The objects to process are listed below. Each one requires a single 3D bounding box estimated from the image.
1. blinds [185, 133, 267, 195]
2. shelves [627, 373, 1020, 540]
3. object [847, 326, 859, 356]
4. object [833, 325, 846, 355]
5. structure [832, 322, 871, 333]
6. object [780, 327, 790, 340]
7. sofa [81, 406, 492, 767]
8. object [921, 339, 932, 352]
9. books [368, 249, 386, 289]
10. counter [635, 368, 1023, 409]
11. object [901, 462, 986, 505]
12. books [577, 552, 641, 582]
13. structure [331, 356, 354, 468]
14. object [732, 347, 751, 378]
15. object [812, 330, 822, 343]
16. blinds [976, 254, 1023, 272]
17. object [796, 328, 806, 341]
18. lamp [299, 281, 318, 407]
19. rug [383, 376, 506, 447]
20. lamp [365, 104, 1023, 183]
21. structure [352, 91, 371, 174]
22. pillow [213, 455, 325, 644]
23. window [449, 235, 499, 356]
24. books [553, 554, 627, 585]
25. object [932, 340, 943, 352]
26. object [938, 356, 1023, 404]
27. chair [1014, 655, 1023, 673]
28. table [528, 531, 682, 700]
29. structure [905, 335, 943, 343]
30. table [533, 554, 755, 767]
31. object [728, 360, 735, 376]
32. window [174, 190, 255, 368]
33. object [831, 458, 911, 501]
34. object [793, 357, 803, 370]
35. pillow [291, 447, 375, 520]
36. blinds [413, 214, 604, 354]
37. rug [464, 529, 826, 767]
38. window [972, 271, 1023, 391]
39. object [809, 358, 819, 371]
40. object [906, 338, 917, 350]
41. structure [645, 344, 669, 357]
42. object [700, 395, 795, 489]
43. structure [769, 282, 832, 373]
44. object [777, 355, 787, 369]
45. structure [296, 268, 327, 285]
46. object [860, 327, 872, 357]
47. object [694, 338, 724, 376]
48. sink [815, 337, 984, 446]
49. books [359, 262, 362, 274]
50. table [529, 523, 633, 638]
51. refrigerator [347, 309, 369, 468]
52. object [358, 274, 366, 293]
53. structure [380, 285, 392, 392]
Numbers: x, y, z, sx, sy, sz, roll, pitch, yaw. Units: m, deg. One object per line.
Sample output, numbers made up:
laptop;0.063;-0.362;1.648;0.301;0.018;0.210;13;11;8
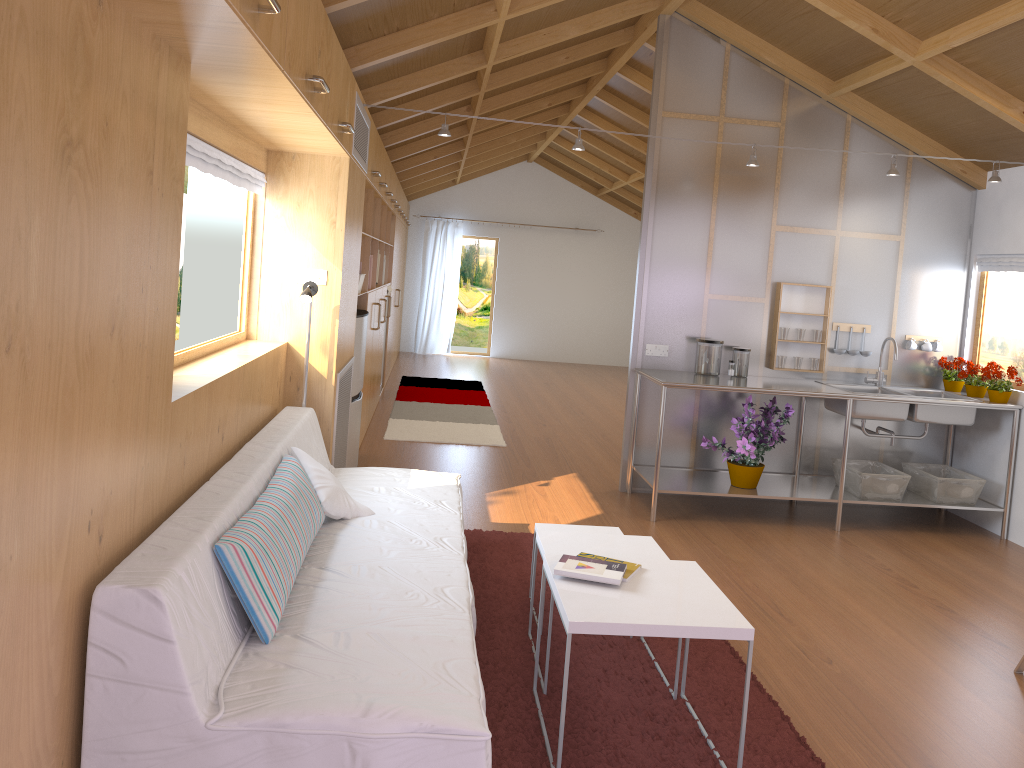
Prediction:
blinds;-1.108;-0.839;3.423;0.047;0.110;1.507;4;7;-5
shelves;1.810;0.414;5.284;2.091;0.750;0.636;4;5;-5
object;2.145;-0.267;5.549;0.075;0.182;0.075;6;4;26
object;2.060;-0.273;5.542;0.075;0.182;0.075;6;4;26
structure;2.149;-0.355;5.585;0.250;0.051;0.016;4;3;-5
object;1.697;-0.312;5.509;0.061;0.076;0.061;5;5;7
sofa;-0.561;0.588;2.997;0.862;0.625;2.370;4;7;-5
object;2.630;-0.246;5.609;0.059;0.081;0.063;5;5;2
books;-1.197;-1.171;7.524;0.189;0.654;3.129;4;7;-5
counter;1.840;0.023;5.264;2.108;0.021;0.654;4;7;-5
object;2.568;0.598;5.290;0.298;0.158;0.417;4;7;-5
books;0.275;0.551;2.661;0.194;0.016;0.153;8;8;24
structure;-0.920;0.251;4.784;0.013;0.718;0.824;4;5;-5
object;1.406;-0.133;5.441;0.113;0.176;0.113;6;4;15
object;1.903;-0.299;5.528;0.061;0.076;0.062;2;5;-31
blinds;2.983;-0.718;5.247;0.047;0.110;0.729;4;7;-5
object;1.800;-0.306;5.519;0.061;0.076;0.062;2;5;-31
lamp;-0.959;0.119;4.112;0.182;1.192;0.256;3;3;-30
rug;-0.660;0.195;8.478;0.916;0.011;3.746;4;7;-5
lamp;1.120;-1.285;4.820;3.826;0.152;0.073;4;4;-5
structure;-0.797;-1.311;4.681;0.013;0.299;0.909;4;7;-5
pillow;-0.704;0.452;2.695;0.171;0.250;1.048;4;7;-6
window;-0.697;-1.334;13.273;0.874;1.779;0.026;4;3;-5
books;0.230;0.541;2.586;0.193;0.016;0.153;6;7;14
object;2.708;-0.243;5.621;0.059;0.080;0.063;4;5;-5
object;2.799;-0.034;5.328;0.233;0.234;0.693;4;7;-5
chair;2.154;0.719;2.976;0.531;0.782;0.550;4;4;-5
table;0.303;0.762;2.986;0.424;0.381;0.461;4;5;-5
structure;2.631;-0.286;5.618;0.250;0.032;0.041;4;6;-5
table;0.345;0.797;2.526;0.485;0.436;0.528;4;5;-5
object;1.325;-0.096;5.339;0.037;0.092;0.037;5;4;10
window;-1.185;-0.506;3.435;0.035;0.786;1.506;4;6;-5
object;2.116;0.569;5.249;0.298;0.158;0.417;4;7;-5
object;1.786;-0.130;5.527;0.061;0.076;0.062;2;5;-31
pillow;-0.681;0.372;3.323;0.267;0.250;0.348;0;7;-41
blinds;-0.120;-1.392;13.154;2.845;2.028;0.234;4;3;-6
rug;-0.142;0.913;3.162;1.884;0.020;2.497;4;7;-5
window;2.997;-0.374;5.268;0.026;0.791;0.728;4;5;-5
object;1.889;-0.123;5.537;0.061;0.076;0.062;2;5;-31
object;2.537;-0.254;5.606;0.059;0.080;0.063;4;5;-5
structure;0.901;-0.209;5.489;0.142;0.071;0.011;4;3;-5
object;1.389;0.328;5.128;0.524;0.550;0.353;3;4;-14
structure;1.803;-0.352;5.524;0.328;0.543;0.077;4;3;-5
object;1.683;-0.137;5.518;0.061;0.076;0.061;5;5;7
structure;-0.955;-0.512;4.212;0.142;0.071;0.011;4;3;-5
object;2.230;-0.262;5.557;0.075;0.182;0.075;6;4;26
object;1.201;-0.164;5.402;0.172;0.214;0.173;5;5;8
sink;2.303;0.043;5.332;0.809;0.638;0.567;4;5;-5
books;-1.051;-0.697;5.692;0.150;0.191;0.089;4;4;-5
table;0.266;0.746;3.387;0.341;0.307;0.372;4;5;-5
refrigerator;-1.079;0.032;5.617;0.261;0.982;0.717;4;4;-5
object;-1.041;-0.638;5.571;0.203;0.122;0.352;4;7;-5
structure;-1.390;-0.452;8.752;0.315;1.074;0.729;4;4;-5
